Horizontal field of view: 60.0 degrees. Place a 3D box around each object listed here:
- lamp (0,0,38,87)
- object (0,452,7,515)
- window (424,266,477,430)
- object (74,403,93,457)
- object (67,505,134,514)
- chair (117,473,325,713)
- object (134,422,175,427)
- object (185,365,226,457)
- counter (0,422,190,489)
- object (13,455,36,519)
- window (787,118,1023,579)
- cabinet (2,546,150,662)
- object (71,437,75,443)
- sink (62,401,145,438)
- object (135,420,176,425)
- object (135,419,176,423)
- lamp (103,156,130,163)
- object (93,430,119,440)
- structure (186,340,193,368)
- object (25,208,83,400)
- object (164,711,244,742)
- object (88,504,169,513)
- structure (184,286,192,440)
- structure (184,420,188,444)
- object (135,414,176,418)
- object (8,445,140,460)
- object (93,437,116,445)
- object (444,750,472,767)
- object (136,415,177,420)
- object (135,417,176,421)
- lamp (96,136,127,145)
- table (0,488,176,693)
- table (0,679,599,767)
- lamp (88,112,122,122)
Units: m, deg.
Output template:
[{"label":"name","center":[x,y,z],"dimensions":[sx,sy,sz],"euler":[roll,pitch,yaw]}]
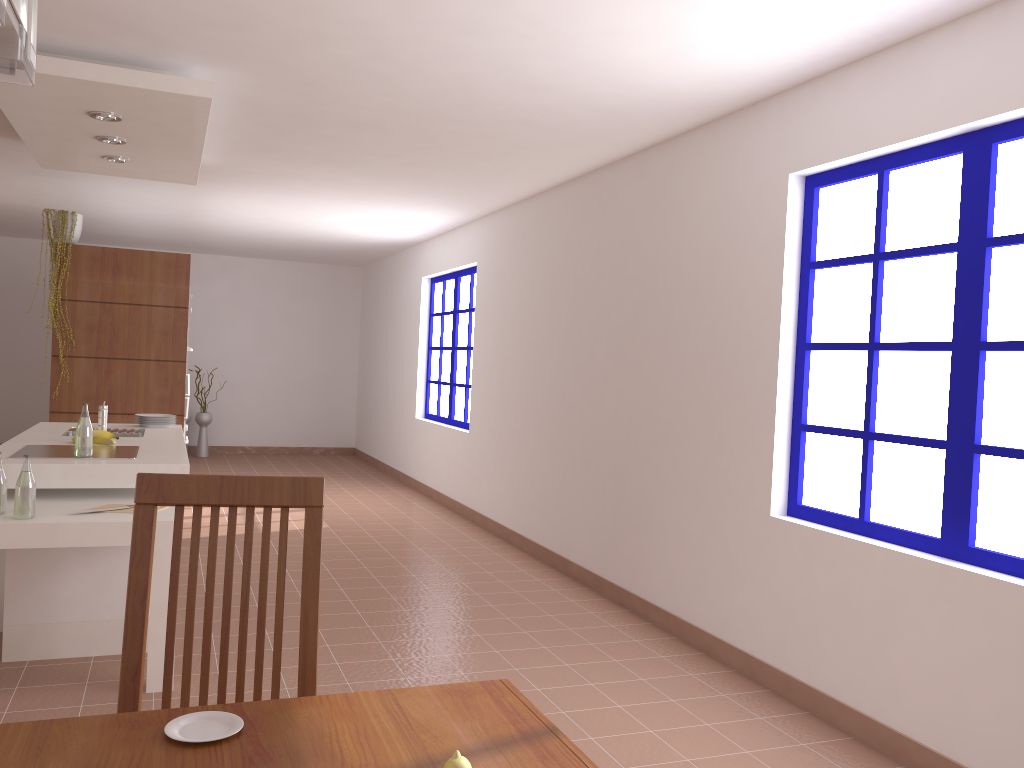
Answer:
[{"label":"lamp","center":[-0.609,-0.799,0.813],"dimensions":[0.304,0.919,0.304],"euler":[2,1,-21]},{"label":"object","center":[-1.908,0.366,3.285],"dimensions":[0.071,0.230,0.071],"euler":[2,1,-40]},{"label":"window","center":[-0.536,-0.332,8.264],"dimensions":[0.035,1.430,1.699],"euler":[2,1,-21]},{"label":"object","center":[-1.855,0.199,3.847],"dimensions":[0.071,0.230,0.071],"euler":[2,1,-40]},{"label":"object","center":[-1.554,0.486,3.468],"dimensions":[0.041,0.008,0.375],"euler":[4,1,35]},{"label":"chair","center":[-0.489,0.704,1.400],"dimensions":[0.444,1.063,0.574],"euler":[3,1,-11]},{"label":"object","center":[-2.238,0.256,5.566],"dimensions":[0.228,0.020,0.228],"euler":[2,1,-39]},{"label":"object","center":[-3.777,0.331,10.779],"dimensions":[0.655,1.112,0.284],"euler":[3,1,-2]},{"label":"counter","center":[-2.169,0.689,4.647],"dimensions":[0.821,0.800,2.156],"euler":[2,1,-21]},{"label":"object","center":[-1.772,0.374,3.233],"dimensions":[0.071,0.230,0.071],"euler":[2,1,-40]},{"label":"window","center":[1.522,-0.126,2.954],"dimensions":[0.035,1.430,1.699],"euler":[2,1,-21]},{"label":"cabinet","center":[-2.147,0.741,4.598],"dimensions":[0.737,0.700,2.048],"euler":[2,1,-21]},{"label":"object","center":[-2.139,0.278,4.390],"dimensions":[0.060,0.033,0.207],"euler":[2,2,-41]},{"label":"sink","center":[-2.304,0.269,5.030],"dimensions":[0.404,0.368,0.668],"euler":[2,1,-21]},{"label":"object","center":[-2.238,0.246,5.565],"dimensions":[0.228,0.020,0.228],"euler":[2,1,-39]},{"label":"object","center":[-2.237,0.236,5.565],"dimensions":[0.228,0.020,0.228],"euler":[2,1,-39]},{"label":"lamp","center":[-2.260,-1.302,5.070],"dimensions":[0.143,0.059,0.143],"euler":[3,1,7]},{"label":"object","center":[-2.058,0.254,4.418],"dimensions":[0.207,0.055,0.047],"euler":[2,2,-45]},{"label":"structure","center":[-2.691,-0.234,7.372],"dimensions":[0.056,0.454,0.614],"euler":[2,1,-21]},{"label":"object","center":[-3.234,-0.561,6.304],"dimensions":[0.279,1.344,0.297],"euler":[3,1,28]},{"label":"object","center":[-0.443,0.496,1.277],"dimensions":[0.108,0.008,0.108],"euler":[4,1,34]},{"label":"object","center":[-1.517,0.494,3.511],"dimensions":[0.266,0.006,0.168],"euler":[3,1,-5]},{"label":"structure","center":[-3.231,-0.031,8.761],"dimensions":[0.089,1.862,0.604],"euler":[2,1,-21]},{"label":"structure","center":[-2.738,0.613,7.389],"dimensions":[0.058,0.592,0.596],"euler":[2,1,-21]},{"label":"object","center":[-2.236,0.205,5.565],"dimensions":[0.228,0.020,0.228],"euler":[2,1,-39]},{"label":"object","center":[-1.966,0.308,4.030],"dimensions":[0.493,0.006,0.551],"euler":[2,1,-21]},{"label":"object","center":[-2.033,0.283,4.404],"dimensions":[0.207,0.033,0.060],"euler":[3,1,24]},{"label":"object","center":[-0.070,0.497,1.135],"dimensions":[0.038,0.053,0.039],"euler":[3,1,14]},{"label":"object","center":[-2.236,0.215,5.565],"dimensions":[0.228,0.020,0.228],"euler":[2,1,-39]},{"label":"object","center":[-2.237,0.225,5.565],"dimensions":[0.228,0.020,0.228],"euler":[2,1,-39]},{"label":"lamp","center":[-2.079,-1.284,4.605],"dimensions":[0.143,0.059,0.143],"euler":[3,1,7]},{"label":"table","center":[-1.786,0.804,3.669],"dimensions":[0.737,0.647,1.003],"euler":[2,1,-21]},{"label":"table","center":[-0.701,0.867,0.813],"dimensions":[1.800,0.740,0.900],"euler":[2,1,-21]},{"label":"lamp","center":[-1.895,-1.266,4.135],"dimensions":[0.143,0.059,0.143],"euler":[2,1,-38]}]
